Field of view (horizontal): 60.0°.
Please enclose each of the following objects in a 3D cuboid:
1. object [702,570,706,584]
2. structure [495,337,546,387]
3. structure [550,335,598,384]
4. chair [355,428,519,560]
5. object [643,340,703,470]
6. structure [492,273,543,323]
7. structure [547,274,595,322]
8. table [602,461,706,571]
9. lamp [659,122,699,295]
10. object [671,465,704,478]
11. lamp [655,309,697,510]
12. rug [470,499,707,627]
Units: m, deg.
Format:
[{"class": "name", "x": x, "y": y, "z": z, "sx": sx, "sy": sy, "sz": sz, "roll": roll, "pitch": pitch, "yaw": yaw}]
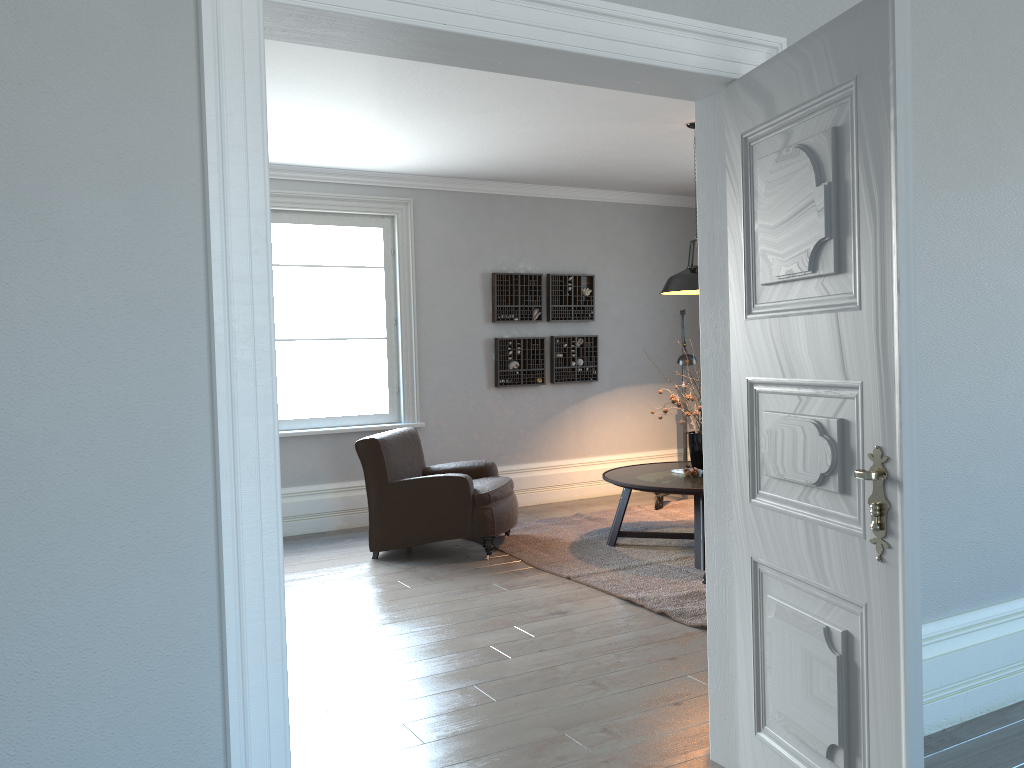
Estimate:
[{"class": "object", "x": 0.936, "y": 0.858, "z": 3.423, "sx": 0.323, "sy": 0.599, "sz": 0.323, "roll": -3, "pitch": 2, "yaw": -29}, {"class": "structure", "x": 0.074, "y": -0.190, "z": 7.536, "sx": 0.468, "sy": 0.416, "sz": 0.086, "roll": -3, "pitch": 2, "yaw": -29}, {"class": "structure", "x": 0.553, "y": -0.220, "z": 7.803, "sx": 0.468, "sy": 0.416, "sz": 0.086, "roll": -3, "pitch": 2, "yaw": -29}, {"class": "chair", "x": -0.459, "y": 0.716, "z": 6.011, "sx": 0.970, "sy": 0.795, "sz": 0.807, "roll": -1, "pitch": 2, "yaw": 12}, {"class": "object", "x": 1.218, "y": 0.055, "z": 5.620, "sx": 0.853, "sy": 1.066, "sz": 0.525, "roll": -1, "pitch": 2, "yaw": 32}, {"class": "structure", "x": 0.044, "y": -0.731, "z": 7.530, "sx": 0.468, "sy": 0.416, "sz": 0.099, "roll": -3, "pitch": 2, "yaw": -29}, {"class": "structure", "x": 0.524, "y": -0.755, "z": 7.770, "sx": 0.468, "sy": 0.416, "sz": 0.105, "roll": -3, "pitch": 2, "yaw": -29}, {"class": "table", "x": 1.247, "y": 0.830, "z": 5.765, "sx": 1.300, "sy": 0.503, "sz": 1.300, "roll": -3, "pitch": 2, "yaw": -36}, {"class": "lamp", "x": 1.189, "y": -1.129, "z": 5.707, "sx": 0.504, "sy": 1.075, "sz": 0.504, "roll": -1, "pitch": 2, "yaw": 18}, {"class": "object", "x": 1.167, "y": 0.559, "z": 5.699, "sx": 0.153, "sy": 0.067, "sz": 0.404, "roll": -2, "pitch": 2, "yaw": -12}, {"class": "lamp", "x": 1.610, "y": 0.182, "z": 7.660, "sx": 0.797, "sy": 1.644, "sz": 1.864, "roll": -1, "pitch": 2, "yaw": 8}, {"class": "rug", "x": 1.298, "y": 1.024, "z": 5.762, "sx": 2.400, "sy": 0.090, "sz": 2.819, "roll": -3, "pitch": 2, "yaw": -29}]
